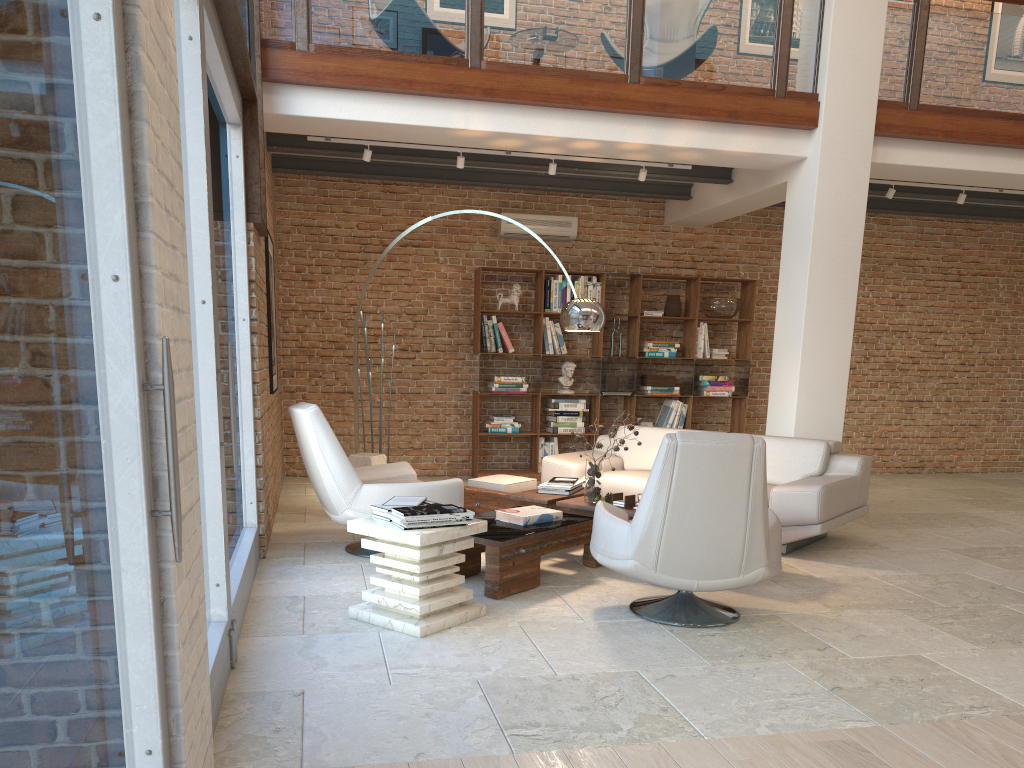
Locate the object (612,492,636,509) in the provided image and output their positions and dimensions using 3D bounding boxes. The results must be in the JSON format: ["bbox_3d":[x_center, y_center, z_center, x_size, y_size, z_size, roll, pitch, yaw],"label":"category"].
[{"bbox_3d":[0.714,0.745,5.577,0.093,0.084,0.112,-4,8,-41],"label":"object"}]

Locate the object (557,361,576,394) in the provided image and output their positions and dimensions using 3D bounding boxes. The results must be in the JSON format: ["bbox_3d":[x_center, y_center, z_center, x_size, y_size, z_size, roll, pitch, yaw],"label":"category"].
[{"bbox_3d":[0.587,-0.071,9.380,0.196,0.360,0.188,2,10,3],"label":"object"}]

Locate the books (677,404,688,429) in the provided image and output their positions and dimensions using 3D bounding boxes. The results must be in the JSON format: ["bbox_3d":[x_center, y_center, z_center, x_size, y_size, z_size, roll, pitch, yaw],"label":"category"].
[{"bbox_3d":[1.860,0.382,9.760,0.116,0.343,0.247,-1,9,-13],"label":"books"}]

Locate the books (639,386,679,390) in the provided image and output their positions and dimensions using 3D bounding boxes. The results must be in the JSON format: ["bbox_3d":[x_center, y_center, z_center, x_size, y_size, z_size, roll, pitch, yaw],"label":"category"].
[{"bbox_3d":[1.622,0.045,9.622,0.379,0.037,0.239,1,2,-14],"label":"books"}]

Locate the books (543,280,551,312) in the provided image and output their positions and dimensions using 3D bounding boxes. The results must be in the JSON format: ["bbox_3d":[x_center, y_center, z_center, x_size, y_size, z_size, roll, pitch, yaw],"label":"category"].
[{"bbox_3d":[0.348,-0.915,9.166,0.055,0.338,0.247,-1,9,-13],"label":"books"}]

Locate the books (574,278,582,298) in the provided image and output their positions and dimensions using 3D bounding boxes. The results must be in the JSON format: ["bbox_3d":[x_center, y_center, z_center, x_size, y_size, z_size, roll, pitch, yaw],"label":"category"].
[{"bbox_3d":[0.683,-0.923,9.227,0.021,0.369,0.264,-1,9,-13],"label":"books"}]

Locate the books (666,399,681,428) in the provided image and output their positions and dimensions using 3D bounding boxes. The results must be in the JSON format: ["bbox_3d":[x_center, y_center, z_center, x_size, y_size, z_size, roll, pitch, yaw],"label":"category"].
[{"bbox_3d":[1.747,0.361,9.727,0.161,0.383,0.237,-1,9,-13],"label":"books"}]

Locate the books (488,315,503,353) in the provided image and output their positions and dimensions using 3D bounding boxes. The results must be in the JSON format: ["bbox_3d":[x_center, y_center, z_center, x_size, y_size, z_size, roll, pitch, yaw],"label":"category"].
[{"bbox_3d":[-0.175,-0.518,9.123,0.121,0.392,0.237,-1,10,-13],"label":"books"}]

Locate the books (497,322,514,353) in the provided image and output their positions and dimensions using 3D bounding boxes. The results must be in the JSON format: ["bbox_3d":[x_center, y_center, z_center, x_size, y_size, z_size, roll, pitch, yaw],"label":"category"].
[{"bbox_3d":[-0.091,-0.487,9.172,0.195,0.327,0.247,-1,9,-13],"label":"books"}]

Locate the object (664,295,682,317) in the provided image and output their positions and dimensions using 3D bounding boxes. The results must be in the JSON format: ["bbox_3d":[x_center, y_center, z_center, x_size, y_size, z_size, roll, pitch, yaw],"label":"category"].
[{"bbox_3d":[1.739,-0.838,9.412,0.191,0.239,0.190,7,10,35],"label":"object"}]

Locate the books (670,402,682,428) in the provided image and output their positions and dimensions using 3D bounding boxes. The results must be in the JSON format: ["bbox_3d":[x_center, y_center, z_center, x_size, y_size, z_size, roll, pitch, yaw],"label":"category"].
[{"bbox_3d":[1.796,0.370,9.749,0.098,0.364,0.264,-1,9,-13],"label":"books"}]

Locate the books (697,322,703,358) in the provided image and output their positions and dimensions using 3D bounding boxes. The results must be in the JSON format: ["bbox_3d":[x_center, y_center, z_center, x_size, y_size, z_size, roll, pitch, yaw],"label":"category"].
[{"bbox_3d":[2.029,-0.479,9.606,0.036,0.394,0.237,-1,10,-13],"label":"books"}]

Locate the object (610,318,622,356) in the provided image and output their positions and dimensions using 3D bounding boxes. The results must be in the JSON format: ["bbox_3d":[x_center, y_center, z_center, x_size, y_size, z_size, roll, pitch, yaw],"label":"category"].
[{"bbox_3d":[1.121,-0.499,9.357,0.121,0.410,0.060,-1,12,-10],"label":"object"}]

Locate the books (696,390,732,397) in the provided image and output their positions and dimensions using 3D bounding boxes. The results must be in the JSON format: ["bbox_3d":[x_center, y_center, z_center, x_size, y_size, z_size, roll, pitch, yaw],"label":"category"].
[{"bbox_3d":[2.262,0.106,9.793,0.326,0.057,0.249,1,2,-10],"label":"books"}]

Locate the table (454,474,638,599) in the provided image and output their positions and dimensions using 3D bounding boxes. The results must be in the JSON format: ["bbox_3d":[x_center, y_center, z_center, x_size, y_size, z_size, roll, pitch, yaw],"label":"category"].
[{"bbox_3d":[0.313,0.951,5.639,2.181,0.440,1.947,3,3,38],"label":"table"}]

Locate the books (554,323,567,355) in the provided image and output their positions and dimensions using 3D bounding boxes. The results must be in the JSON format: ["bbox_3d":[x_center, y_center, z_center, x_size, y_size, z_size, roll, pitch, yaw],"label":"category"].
[{"bbox_3d":[0.486,-0.480,9.275,0.158,0.338,0.247,-1,9,-13],"label":"books"}]

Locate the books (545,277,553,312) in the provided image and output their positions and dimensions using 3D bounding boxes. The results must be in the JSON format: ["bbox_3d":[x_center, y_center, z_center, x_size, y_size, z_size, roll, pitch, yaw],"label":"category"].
[{"bbox_3d":[0.386,-0.928,9.170,0.021,0.369,0.264,-1,9,-13],"label":"books"}]

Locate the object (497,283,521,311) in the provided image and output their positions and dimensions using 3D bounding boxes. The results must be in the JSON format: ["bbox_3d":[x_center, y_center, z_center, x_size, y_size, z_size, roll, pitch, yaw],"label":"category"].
[{"bbox_3d":[-0.032,-0.902,9.020,0.252,0.291,0.126,1,10,-5],"label":"object"}]

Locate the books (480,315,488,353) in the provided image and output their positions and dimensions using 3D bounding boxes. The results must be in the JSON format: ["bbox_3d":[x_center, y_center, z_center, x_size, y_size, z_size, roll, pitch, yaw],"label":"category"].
[{"bbox_3d":[-0.317,-0.523,9.096,0.091,0.395,0.237,-1,10,-13],"label":"books"}]

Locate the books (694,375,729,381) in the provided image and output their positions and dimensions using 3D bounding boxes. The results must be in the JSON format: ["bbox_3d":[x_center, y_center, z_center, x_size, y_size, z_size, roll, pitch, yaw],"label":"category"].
[{"bbox_3d":[2.228,-0.064,9.760,0.326,0.057,0.249,1,2,-3],"label":"books"}]

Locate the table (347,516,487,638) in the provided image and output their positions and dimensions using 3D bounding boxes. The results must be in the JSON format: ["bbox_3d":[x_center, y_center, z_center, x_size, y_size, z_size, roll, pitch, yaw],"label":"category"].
[{"bbox_3d":[-0.475,0.936,4.407,0.489,0.518,0.488,7,9,37],"label":"table"}]

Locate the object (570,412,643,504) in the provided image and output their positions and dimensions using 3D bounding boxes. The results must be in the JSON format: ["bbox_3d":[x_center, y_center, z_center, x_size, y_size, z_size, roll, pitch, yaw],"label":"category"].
[{"bbox_3d":[0.661,0.472,5.767,0.537,0.623,0.311,-5,12,-41],"label":"object"}]

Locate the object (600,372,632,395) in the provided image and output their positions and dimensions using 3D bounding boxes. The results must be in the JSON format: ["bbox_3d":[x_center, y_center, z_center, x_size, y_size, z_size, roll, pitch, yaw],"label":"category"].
[{"bbox_3d":[1.104,-0.004,9.480,0.335,0.239,0.277,0,6,-13],"label":"object"}]

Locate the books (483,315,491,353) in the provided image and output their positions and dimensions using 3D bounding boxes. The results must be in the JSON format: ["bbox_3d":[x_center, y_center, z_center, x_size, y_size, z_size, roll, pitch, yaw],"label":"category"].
[{"bbox_3d":[-0.282,-0.523,9.112,0.091,0.395,0.237,-1,10,-13],"label":"books"}]

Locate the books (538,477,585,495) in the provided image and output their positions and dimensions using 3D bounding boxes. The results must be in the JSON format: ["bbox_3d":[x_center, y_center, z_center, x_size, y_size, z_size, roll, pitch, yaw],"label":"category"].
[{"bbox_3d":[0.348,0.720,6.192,0.249,0.076,0.393,2,2,20],"label":"books"}]

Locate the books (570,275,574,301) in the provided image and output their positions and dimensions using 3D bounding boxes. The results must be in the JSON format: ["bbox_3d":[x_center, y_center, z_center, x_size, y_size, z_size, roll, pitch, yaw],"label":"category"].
[{"bbox_3d":[0.600,-0.938,9.206,0.036,0.394,0.237,-1,10,-13],"label":"books"}]

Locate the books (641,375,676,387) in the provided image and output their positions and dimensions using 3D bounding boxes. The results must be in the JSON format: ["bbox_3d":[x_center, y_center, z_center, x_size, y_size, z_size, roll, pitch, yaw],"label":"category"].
[{"bbox_3d":[1.611,-0.034,9.612,0.335,0.122,0.208,1,5,-13],"label":"books"}]

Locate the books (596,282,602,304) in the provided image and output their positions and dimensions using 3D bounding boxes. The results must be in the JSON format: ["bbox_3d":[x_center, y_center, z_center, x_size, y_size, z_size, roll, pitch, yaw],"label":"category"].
[{"bbox_3d":[0.883,-0.906,9.291,0.055,0.338,0.247,-1,9,-13],"label":"books"}]

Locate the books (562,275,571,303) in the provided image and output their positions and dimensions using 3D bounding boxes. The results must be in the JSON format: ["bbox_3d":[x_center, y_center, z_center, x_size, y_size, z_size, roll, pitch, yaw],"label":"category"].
[{"bbox_3d":[0.566,-0.938,9.188,0.036,0.394,0.237,-1,10,-13],"label":"books"}]

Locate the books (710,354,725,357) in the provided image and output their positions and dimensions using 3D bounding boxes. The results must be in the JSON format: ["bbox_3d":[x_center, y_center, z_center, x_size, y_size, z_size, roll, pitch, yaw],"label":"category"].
[{"bbox_3d":[2.280,-0.318,9.693,0.132,0.034,0.201,1,2,-3],"label":"books"}]

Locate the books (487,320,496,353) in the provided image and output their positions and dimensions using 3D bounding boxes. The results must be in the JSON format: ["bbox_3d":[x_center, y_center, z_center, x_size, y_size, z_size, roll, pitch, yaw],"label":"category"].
[{"bbox_3d":[-0.237,-0.497,9.146,0.102,0.343,0.247,-1,9,-13],"label":"books"}]

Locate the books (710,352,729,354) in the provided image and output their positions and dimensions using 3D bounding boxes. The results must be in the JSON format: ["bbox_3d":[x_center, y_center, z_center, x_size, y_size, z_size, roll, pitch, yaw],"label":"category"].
[{"bbox_3d":[2.287,-0.344,9.693,0.171,0.019,0.231,1,2,-10],"label":"books"}]

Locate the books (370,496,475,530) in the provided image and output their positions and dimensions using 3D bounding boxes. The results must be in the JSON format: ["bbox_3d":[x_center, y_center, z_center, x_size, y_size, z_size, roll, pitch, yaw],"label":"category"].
[{"bbox_3d":[-0.481,0.639,4.400,0.388,0.081,0.557,0,2,-29],"label":"books"}]

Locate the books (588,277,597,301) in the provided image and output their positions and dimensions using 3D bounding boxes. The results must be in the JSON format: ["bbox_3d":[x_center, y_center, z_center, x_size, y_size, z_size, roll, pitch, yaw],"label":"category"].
[{"bbox_3d":[0.839,-0.934,9.259,0.036,0.394,0.237,-1,10,-13],"label":"books"}]

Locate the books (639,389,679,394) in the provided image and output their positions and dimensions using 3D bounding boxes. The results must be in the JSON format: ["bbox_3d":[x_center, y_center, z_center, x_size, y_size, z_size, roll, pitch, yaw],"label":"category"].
[{"bbox_3d":[1.628,0.081,9.666,0.379,0.037,0.239,1,2,-17],"label":"books"}]

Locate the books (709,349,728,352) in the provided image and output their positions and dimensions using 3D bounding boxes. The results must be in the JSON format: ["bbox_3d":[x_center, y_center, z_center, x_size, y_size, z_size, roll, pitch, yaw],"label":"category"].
[{"bbox_3d":[2.281,-0.371,9.682,0.132,0.034,0.201,0,2,-23],"label":"books"}]

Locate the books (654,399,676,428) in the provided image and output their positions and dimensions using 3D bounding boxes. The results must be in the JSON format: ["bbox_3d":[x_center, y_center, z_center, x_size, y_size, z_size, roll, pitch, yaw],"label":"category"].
[{"bbox_3d":[1.701,0.361,9.740,0.163,0.382,0.237,-1,9,-13],"label":"books"}]

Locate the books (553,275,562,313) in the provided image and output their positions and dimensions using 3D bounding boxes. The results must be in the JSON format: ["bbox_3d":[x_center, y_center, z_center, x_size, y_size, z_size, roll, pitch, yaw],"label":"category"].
[{"bbox_3d":[0.473,-0.940,9.173,0.036,0.394,0.237,-1,10,-13],"label":"books"}]

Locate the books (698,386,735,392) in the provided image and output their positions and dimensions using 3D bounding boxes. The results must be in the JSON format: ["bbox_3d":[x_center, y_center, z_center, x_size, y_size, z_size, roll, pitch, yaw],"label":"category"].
[{"bbox_3d":[2.288,0.050,9.787,0.326,0.057,0.249,1,3,-18],"label":"books"}]

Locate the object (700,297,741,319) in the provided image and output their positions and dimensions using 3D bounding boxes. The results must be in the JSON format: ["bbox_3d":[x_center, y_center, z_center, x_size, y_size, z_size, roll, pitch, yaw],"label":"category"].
[{"bbox_3d":[2.289,-0.824,9.578,0.435,0.225,0.428,4,5,29],"label":"object"}]

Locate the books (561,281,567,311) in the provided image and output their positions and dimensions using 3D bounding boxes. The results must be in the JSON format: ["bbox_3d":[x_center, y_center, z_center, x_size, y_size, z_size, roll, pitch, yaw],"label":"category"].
[{"bbox_3d":[0.515,-0.912,9.203,0.055,0.338,0.247,-1,9,-13],"label":"books"}]

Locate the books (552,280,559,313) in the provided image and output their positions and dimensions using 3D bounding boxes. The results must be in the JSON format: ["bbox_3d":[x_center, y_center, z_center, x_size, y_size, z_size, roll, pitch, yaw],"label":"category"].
[{"bbox_3d":[0.427,-0.913,9.165,0.055,0.338,0.247,-1,9,-13],"label":"books"}]

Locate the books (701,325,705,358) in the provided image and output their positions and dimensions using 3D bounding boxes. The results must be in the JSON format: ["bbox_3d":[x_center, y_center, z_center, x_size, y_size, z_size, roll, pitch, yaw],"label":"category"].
[{"bbox_3d":[2.054,-0.466,9.625,0.021,0.369,0.264,-1,9,-13],"label":"books"}]

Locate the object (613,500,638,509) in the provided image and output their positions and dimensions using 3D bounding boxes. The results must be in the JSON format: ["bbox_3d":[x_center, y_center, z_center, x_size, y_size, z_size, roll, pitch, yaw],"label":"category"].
[{"bbox_3d":[0.831,0.772,5.582,0.269,0.035,0.245,0,3,-41],"label":"object"}]

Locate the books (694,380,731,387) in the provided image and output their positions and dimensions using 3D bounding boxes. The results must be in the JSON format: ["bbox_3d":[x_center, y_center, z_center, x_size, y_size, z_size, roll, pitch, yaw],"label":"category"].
[{"bbox_3d":[2.243,-0.007,9.776,0.326,0.057,0.249,1,2,-13],"label":"books"}]

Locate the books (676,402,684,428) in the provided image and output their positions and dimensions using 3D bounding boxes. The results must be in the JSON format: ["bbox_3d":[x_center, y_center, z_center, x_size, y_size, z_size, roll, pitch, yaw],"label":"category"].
[{"bbox_3d":[1.814,0.373,9.763,0.098,0.364,0.264,-1,9,-13],"label":"books"}]

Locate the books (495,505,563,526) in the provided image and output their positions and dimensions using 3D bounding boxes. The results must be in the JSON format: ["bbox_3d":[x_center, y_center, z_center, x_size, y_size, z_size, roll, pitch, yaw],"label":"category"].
[{"bbox_3d":[0.103,0.796,5.283,0.324,0.058,0.251,-1,3,-42],"label":"books"}]

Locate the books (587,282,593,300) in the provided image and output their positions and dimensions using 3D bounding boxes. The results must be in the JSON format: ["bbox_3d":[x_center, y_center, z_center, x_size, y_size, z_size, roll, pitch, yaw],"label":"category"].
[{"bbox_3d":[0.793,-0.907,9.249,0.055,0.338,0.247,-1,9,-13],"label":"books"}]

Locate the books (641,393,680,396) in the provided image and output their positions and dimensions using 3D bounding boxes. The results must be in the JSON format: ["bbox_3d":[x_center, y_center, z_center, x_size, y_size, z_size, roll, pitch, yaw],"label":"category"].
[{"bbox_3d":[1.643,0.111,9.662,0.355,0.021,0.266,1,2,-14],"label":"books"}]

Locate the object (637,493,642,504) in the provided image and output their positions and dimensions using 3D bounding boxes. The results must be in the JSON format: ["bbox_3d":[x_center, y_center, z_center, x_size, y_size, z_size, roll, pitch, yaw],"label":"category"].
[{"bbox_3d":[0.833,0.738,5.492,0.090,0.087,0.090,6,8,36],"label":"object"}]

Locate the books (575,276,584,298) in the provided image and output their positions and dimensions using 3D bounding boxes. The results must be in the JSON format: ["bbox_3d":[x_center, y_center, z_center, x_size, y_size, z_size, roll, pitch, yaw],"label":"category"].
[{"bbox_3d":[0.708,-0.936,9.243,0.036,0.394,0.237,-1,10,-13],"label":"books"}]

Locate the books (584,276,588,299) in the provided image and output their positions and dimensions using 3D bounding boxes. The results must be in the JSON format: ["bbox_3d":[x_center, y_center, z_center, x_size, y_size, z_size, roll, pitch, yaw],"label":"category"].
[{"bbox_3d":[0.747,-0.935,9.239,0.036,0.394,0.237,-1,10,-13],"label":"books"}]

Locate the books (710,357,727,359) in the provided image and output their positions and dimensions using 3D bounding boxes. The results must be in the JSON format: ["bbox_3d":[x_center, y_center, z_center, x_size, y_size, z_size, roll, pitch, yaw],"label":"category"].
[{"bbox_3d":[2.284,-0.292,9.714,0.171,0.019,0.231,1,2,-5],"label":"books"}]

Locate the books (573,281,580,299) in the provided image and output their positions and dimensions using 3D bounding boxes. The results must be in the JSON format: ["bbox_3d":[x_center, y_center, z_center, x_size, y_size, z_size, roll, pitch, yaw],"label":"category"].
[{"bbox_3d":[0.648,-0.909,9.208,0.055,0.338,0.247,-1,9,-13],"label":"books"}]
